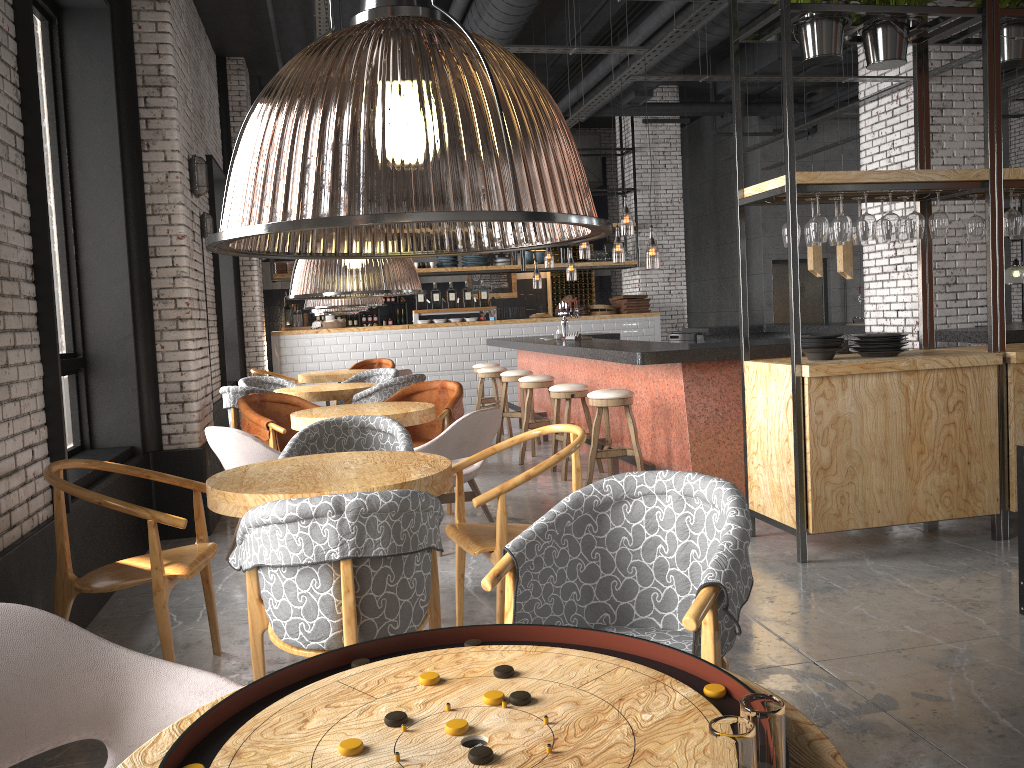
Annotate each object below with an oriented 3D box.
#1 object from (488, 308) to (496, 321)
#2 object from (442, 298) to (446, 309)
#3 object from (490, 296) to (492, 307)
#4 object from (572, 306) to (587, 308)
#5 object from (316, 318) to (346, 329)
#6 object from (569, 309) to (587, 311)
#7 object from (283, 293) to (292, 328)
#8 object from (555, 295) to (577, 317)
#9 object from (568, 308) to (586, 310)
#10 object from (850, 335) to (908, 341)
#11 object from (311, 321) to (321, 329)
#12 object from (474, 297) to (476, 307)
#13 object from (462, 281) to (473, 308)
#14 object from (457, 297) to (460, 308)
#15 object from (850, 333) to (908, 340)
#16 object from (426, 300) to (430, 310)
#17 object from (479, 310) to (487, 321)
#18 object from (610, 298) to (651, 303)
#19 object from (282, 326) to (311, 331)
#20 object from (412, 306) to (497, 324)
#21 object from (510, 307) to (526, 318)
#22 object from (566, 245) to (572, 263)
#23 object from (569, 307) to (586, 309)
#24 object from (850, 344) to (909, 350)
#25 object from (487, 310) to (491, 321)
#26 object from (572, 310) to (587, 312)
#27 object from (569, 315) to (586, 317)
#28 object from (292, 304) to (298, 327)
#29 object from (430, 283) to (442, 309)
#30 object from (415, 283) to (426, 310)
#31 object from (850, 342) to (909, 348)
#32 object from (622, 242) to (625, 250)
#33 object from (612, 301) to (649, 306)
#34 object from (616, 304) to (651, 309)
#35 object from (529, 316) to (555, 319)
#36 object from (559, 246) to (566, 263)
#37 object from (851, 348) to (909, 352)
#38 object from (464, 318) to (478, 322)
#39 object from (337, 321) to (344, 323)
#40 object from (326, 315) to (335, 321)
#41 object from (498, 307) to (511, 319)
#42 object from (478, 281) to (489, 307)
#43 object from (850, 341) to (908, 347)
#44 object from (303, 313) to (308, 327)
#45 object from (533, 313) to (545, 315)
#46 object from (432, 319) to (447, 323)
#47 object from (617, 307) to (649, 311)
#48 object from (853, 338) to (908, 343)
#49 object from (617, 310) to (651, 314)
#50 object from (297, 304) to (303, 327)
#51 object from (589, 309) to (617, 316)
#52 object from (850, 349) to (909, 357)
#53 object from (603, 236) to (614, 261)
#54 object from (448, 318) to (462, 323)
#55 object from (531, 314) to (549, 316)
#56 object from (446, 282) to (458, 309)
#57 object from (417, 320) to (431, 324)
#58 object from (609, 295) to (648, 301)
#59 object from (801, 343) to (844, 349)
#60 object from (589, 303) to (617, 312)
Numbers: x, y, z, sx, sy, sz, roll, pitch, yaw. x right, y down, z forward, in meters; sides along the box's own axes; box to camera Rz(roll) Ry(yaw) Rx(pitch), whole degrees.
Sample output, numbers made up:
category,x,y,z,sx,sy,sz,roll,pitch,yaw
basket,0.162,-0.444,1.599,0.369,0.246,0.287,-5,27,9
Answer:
category,x,y,z,sx,sy,sz,roll,pitch,yaw
object,-0.294,-1.042,13.256,0.128,0.189,0.123,-3,4,-3
object,-1.036,-1.217,13.409,0.039,0.163,0.077,-1,4,33
object,-0.327,-1.262,13.535,0.034,0.163,0.061,-2,4,21
object,0.960,-1.191,13.811,0.407,0.019,0.459,0,5,35
object,-2.652,-0.870,12.947,0.437,0.156,0.420,-6,6,-39
object,0.960,-1.143,13.812,0.407,0.019,0.459,0,5,31
object,-3.253,-1.062,12.842,0.106,0.553,0.157,-4,3,-12
object,0.820,-1.202,13.672,0.242,0.338,0.488,-5,4,-26
object,0.985,-1.161,13.818,0.458,0.019,0.407,0,5,31
object,2.056,-0.247,4.971,0.305,0.048,0.306,-2,5,13
object,-2.768,-0.860,12.872,0.187,0.110,0.283,-1,5,25
object,-0.565,-1.246,13.489,0.024,0.163,0.062,-4,4,-21
object,-0.683,-1.365,13.538,0.154,0.404,0.154,-4,3,-12
object,-0.811,-1.232,13.461,0.031,0.163,0.046,-2,3,13
object,2.057,-0.261,4.971,0.306,0.039,0.306,-5,5,-29
object,-1.265,-1.201,13.345,0.032,0.163,0.080,-6,4,-40
object,-0.436,-1.027,13.299,0.122,0.165,0.112,-1,4,22
object,1.858,-1.307,13.942,0.405,0.044,0.636,-4,5,-18
object,-3.154,-0.808,12.994,0.411,0.050,0.412,-4,5,-12
object,-0.866,-0.876,13.527,1.250,0.551,0.315,-4,4,-12
object,0.089,-1.101,13.653,0.181,0.168,0.170,-5,5,-32
object,0.909,-2.150,14.157,0.098,0.470,0.098,-3,3,-4
object,0.978,-1.177,13.817,0.458,0.019,0.407,-1,5,22
object,2.059,-0.197,4.973,0.306,0.044,0.306,-4,4,-11
object,-0.310,-1.039,13.383,0.112,0.165,0.122,1,5,42
object,0.948,-1.125,13.799,0.407,0.019,0.459,-3,4,2
object,0.985,-1.064,13.824,0.458,0.019,0.407,-1,5,24
object,-3.151,-0.976,12.882,0.070,0.367,0.107,-4,3,-12
object,-1.158,-1.334,13.436,0.154,0.404,0.154,-4,3,-12
object,-1.387,-1.320,13.397,0.154,0.404,0.154,-4,3,-12
object,2.057,-0.206,4.972,0.305,0.046,0.306,0,5,36
object,1.745,-2.170,14.363,0.157,0.405,0.106,-3,3,-7
object,1.860,-1.263,13.944,0.405,0.044,0.636,-4,4,-11
object,1.863,-1.218,13.947,0.405,0.044,0.636,-4,5,-15
object,0.478,-1.025,13.641,0.407,0.019,0.459,0,5,30
object,0.803,-2.143,14.135,0.098,0.470,0.098,-4,4,-23
object,2.060,-0.182,4.973,0.306,0.041,0.306,-2,4,6
object,-0.614,-0.961,13.234,0.216,0.060,0.324,-4,4,-12
object,-2.541,-0.887,12.989,0.160,0.075,0.161,1,6,41
object,-2.677,-0.927,13.065,0.129,0.204,0.129,-1,4,24
object,-0.115,-1.080,13.517,0.181,0.168,0.170,-3,4,-2
object,-0.441,-1.381,13.592,0.154,0.404,0.154,-4,3,-12
object,2.058,-0.221,4.971,0.306,0.042,0.306,0,5,35
object,-3.001,-0.911,12.907,0.056,0.248,0.056,0,4,41
object,0.414,-1.071,13.574,0.172,0.010,0.369,-3,4,-2
object,-1.074,-0.930,13.134,0.216,0.059,0.324,-4,4,-12
object,1.865,-1.174,13.949,0.405,0.044,0.636,-4,4,-9
object,2.057,-0.236,4.971,0.306,0.037,0.306,-4,4,-10
object,1.867,-1.130,13.952,0.405,0.044,0.636,-4,5,-16
object,-3.087,-0.981,12.896,0.070,0.367,0.107,-4,3,-12
object,1.418,-1.129,13.869,0.437,0.097,0.437,-2,4,13
object,2.061,-0.171,4.975,0.306,0.035,0.306,-1,5,26
object,1.560,-2.231,14.307,0.157,0.553,0.106,-3,3,-8
object,-0.845,-0.945,13.203,0.216,0.055,0.324,-4,4,-12
object,0.424,-1.068,13.671,0.230,0.016,0.557,-3,4,-6
object,-0.922,-1.350,13.493,0.154,0.404,0.154,-4,3,-12
object,-1.305,-0.914,13.099,0.216,0.055,0.324,-4,4,-12
object,1.818,-1.344,13.867,0.406,0.094,0.637,-4,5,-14
object,1.710,-0.190,4.920,0.257,0.075,0.257,-4,4,-12
object,1.417,-1.196,13.869,0.437,0.154,0.440,0,5,35
